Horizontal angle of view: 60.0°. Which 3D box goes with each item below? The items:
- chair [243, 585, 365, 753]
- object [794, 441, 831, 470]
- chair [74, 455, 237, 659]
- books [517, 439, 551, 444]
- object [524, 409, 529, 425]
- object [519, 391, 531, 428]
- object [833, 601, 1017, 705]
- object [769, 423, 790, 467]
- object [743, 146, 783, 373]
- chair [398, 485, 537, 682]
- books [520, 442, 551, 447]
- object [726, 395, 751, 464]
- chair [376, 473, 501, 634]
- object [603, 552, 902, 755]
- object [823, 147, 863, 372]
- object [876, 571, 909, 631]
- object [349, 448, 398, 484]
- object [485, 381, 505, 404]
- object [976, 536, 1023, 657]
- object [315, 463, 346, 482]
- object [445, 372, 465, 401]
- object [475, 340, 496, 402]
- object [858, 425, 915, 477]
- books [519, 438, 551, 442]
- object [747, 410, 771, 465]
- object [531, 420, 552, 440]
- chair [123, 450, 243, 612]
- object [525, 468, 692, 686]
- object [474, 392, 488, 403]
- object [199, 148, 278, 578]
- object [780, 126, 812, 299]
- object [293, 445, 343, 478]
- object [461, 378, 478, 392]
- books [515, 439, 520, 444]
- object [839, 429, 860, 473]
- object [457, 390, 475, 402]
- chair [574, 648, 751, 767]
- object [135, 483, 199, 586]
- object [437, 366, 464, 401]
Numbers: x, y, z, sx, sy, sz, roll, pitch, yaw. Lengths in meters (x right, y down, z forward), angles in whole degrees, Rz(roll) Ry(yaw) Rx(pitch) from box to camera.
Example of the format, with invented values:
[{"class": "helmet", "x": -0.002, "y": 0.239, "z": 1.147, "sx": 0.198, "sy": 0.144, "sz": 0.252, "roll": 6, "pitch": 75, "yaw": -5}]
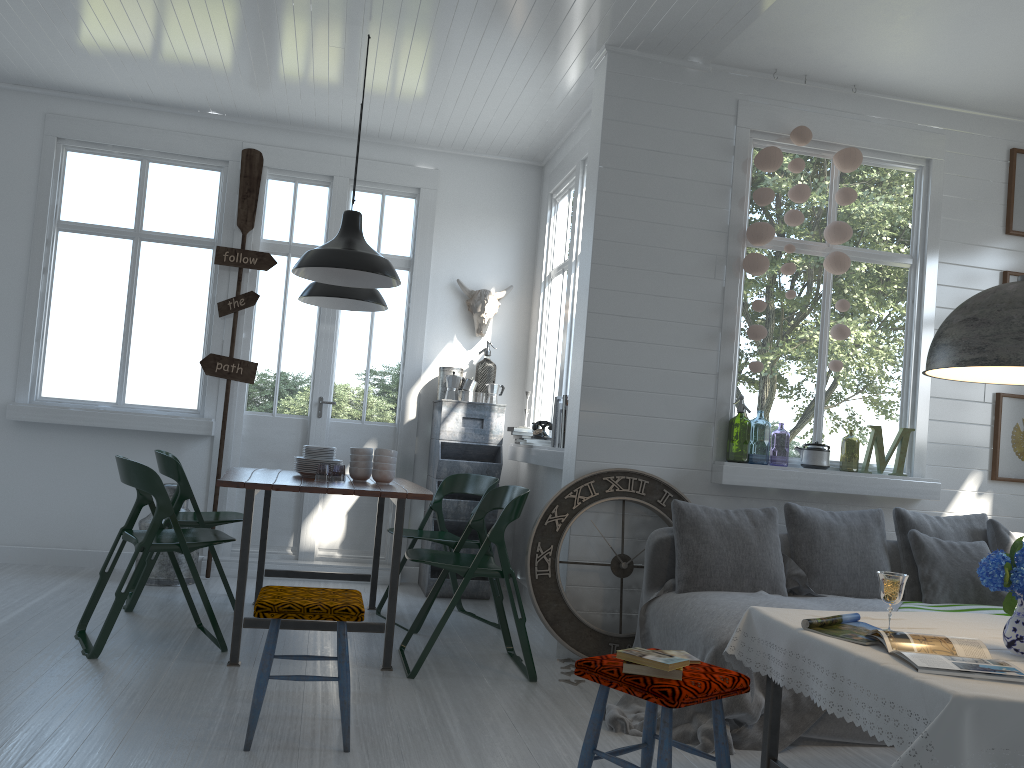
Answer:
[{"class": "chair", "x": -0.835, "y": 1.134, "z": 3.576, "sx": 0.419, "sy": 0.562, "sz": 0.419, "roll": 5, "pitch": -3, "yaw": -12}, {"class": "object", "x": 1.887, "y": 0.443, "z": 5.537, "sx": 0.186, "sy": 0.174, "sz": 0.208, "roll": 7, "pitch": -4, "yaw": -31}, {"class": "chair", "x": -1.908, "y": 0.912, "z": 4.825, "sx": 0.731, "sy": 1.006, "sz": 0.651, "roll": 7, "pitch": -3, "yaw": -32}, {"class": "books", "x": 0.183, "y": 0.436, "z": 6.644, "sx": 0.232, "sy": 0.017, "sz": 0.307, "roll": 6, "pitch": -4, "yaw": -13}, {"class": "object", "x": 0.111, "y": 0.348, "z": 7.226, "sx": 0.095, "sy": 0.288, "sz": 0.095, "roll": 4, "pitch": -3, "yaw": 7}, {"class": "object", "x": 0.117, "y": 0.204, "z": 7.075, "sx": 0.095, "sy": 0.288, "sz": 0.095, "roll": 4, "pitch": -3, "yaw": 7}, {"class": "object", "x": 2.313, "y": 1.412, "z": 4.580, "sx": 3.165, "sy": 0.473, "sz": 1.044, "roll": 5, "pitch": -4, "yaw": -11}, {"class": "object", "x": 1.654, "y": 0.376, "z": 5.472, "sx": 0.111, "sy": 0.269, "sz": 0.111, "roll": 4, "pitch": -3, "yaw": 6}, {"class": "object", "x": 1.529, "y": -0.766, "z": 5.469, "sx": 0.197, "sy": 1.403, "sz": 0.194, "roll": 3, "pitch": -3, "yaw": 39}, {"class": "chair", "x": -0.225, "y": 1.054, "z": 4.872, "sx": 0.730, "sy": 1.006, "sz": 0.651, "roll": 5, "pitch": -3, "yaw": -12}, {"class": "books", "x": 0.182, "y": 0.452, "z": 6.638, "sx": 0.231, "sy": 0.017, "sz": 0.313, "roll": 5, "pitch": -4, "yaw": 3}, {"class": "object", "x": 1.389, "y": 0.274, "z": 5.408, "sx": 0.136, "sy": 0.415, "sz": 0.136, "roll": 5, "pitch": -3, "yaw": -15}, {"class": "chair", "x": -0.452, "y": 1.104, "z": 5.955, "sx": 0.731, "sy": 1.006, "sz": 0.651, "roll": 7, "pitch": -3, "yaw": -32}, {"class": "object", "x": 1.233, "y": 1.249, "z": 4.464, "sx": 1.212, "sy": 0.923, "sz": 1.686, "roll": 3, "pitch": -4, "yaw": 29}, {"class": "object", "x": 2.062, "y": -0.787, "z": 5.584, "sx": 0.200, "sy": 1.425, "sz": 0.197, "roll": 5, "pitch": -3, "yaw": -1}, {"class": "object", "x": 1.236, "y": 0.714, "z": 2.894, "sx": 0.098, "sy": 0.191, "sz": 0.098, "roll": 4, "pitch": -3, "yaw": 9}, {"class": "object", "x": -0.857, "y": 0.497, "z": 5.440, "sx": 0.309, "sy": 0.216, "sz": 0.150, "roll": 3, "pitch": -3, "yaw": 21}, {"class": "object", "x": -0.147, "y": 0.073, "z": 7.178, "sx": 0.102, "sy": 0.196, "sz": 0.162, "roll": 3, "pitch": -4, "yaw": 37}, {"class": "object", "x": 1.613, "y": 0.664, "z": 2.800, "sx": 0.236, "sy": 0.376, "sz": 0.266, "roll": 5, "pitch": -3, "yaw": -10}, {"class": "object", "x": -1.074, "y": 0.527, "z": 5.268, "sx": 0.172, "sy": 0.098, "sz": 0.241, "roll": 5, "pitch": -4, "yaw": -8}, {"class": "object", "x": -0.464, "y": 0.025, "z": 7.189, "sx": 0.206, "sy": 0.249, "sz": 0.130, "roll": 6, "pitch": -3, "yaw": -21}, {"class": "object", "x": -0.220, "y": -0.094, "z": 7.443, "sx": 0.172, "sy": 0.551, "sz": 0.172, "roll": 4, "pitch": -3, "yaw": 13}, {"class": "object", "x": 2.375, "y": 0.426, "z": 5.626, "sx": 0.330, "sy": 0.311, "sz": 0.052, "roll": 5, "pitch": -3, "yaw": -2}, {"class": "books", "x": 0.193, "y": 0.421, "z": 6.643, "sx": 0.250, "sy": 0.014, "sz": 0.311, "roll": 5, "pitch": -4, "yaw": -5}, {"class": "object", "x": 1.517, "y": 0.330, "z": 5.451, "sx": 0.137, "sy": 0.335, "sz": 0.137, "roll": 5, "pitch": -3, "yaw": -5}, {"class": "object", "x": 0.228, "y": 0.346, "z": 6.680, "sx": 0.171, "sy": 0.146, "sz": 0.204, "roll": 5, "pitch": -3, "yaw": -8}, {"class": "chair", "x": -2.128, "y": 0.961, "z": 5.877, "sx": 0.731, "sy": 1.006, "sz": 0.651, "roll": 6, "pitch": -3, "yaw": -22}, {"class": "object", "x": 0.672, "y": 1.062, "z": 5.119, "sx": 1.112, "sy": 1.137, "sz": 0.585, "roll": 6, "pitch": -3, "yaw": -26}, {"class": "object", "x": -0.256, "y": 0.117, "z": 7.247, "sx": 0.129, "sy": 0.096, "sz": 0.108, "roll": 2, "pitch": -4, "yaw": 38}, {"class": "object", "x": -2.196, "y": -0.215, "z": 6.987, "sx": 0.413, "sy": 3.418, "sz": 0.362, "roll": 4, "pitch": -3, "yaw": 21}, {"class": "object", "x": 1.773, "y": -1.064, "z": 5.528, "sx": 0.150, "sy": 1.087, "sz": 0.153, "roll": 4, "pitch": -3, "yaw": 24}, {"class": "object", "x": -1.203, "y": 0.484, "z": 5.512, "sx": 0.305, "sy": 0.195, "sz": 0.300, "roll": 3, "pitch": -4, "yaw": 25}, {"class": "object", "x": -0.337, "y": 0.014, "z": 7.155, "sx": 0.129, "sy": 0.126, "sz": 0.108, "roll": 6, "pitch": -3, "yaw": -20}, {"class": "books", "x": 0.165, "y": 0.462, "z": 6.980, "sx": 0.236, "sy": 0.040, "sz": 0.320, "roll": 5, "pitch": -4, "yaw": -10}, {"class": "object", "x": 2.127, "y": 0.421, "z": 5.579, "sx": 0.111, "sy": 0.269, "sz": 0.111, "roll": 4, "pitch": -3, "yaw": 6}, {"class": "object", "x": -0.365, "y": 0.102, "z": 7.150, "sx": 0.129, "sy": 0.096, "sz": 0.108, "roll": 4, "pitch": -3, "yaw": 18}, {"class": "chair", "x": 0.468, "y": 1.197, "z": 2.876, "sx": 0.420, "sy": 0.562, "sz": 0.419, "roll": 7, "pitch": -4, "yaw": -41}, {"class": "object", "x": -2.530, "y": 1.102, "z": 6.568, "sx": 0.451, "sy": 0.724, "sz": 0.450, "roll": 6, "pitch": -3, "yaw": -32}, {"class": "object", "x": -0.515, "y": 0.007, "z": 7.362, "sx": 0.205, "sy": 0.290, "sz": 0.205, "roll": 5, "pitch": -3, "yaw": -10}]
